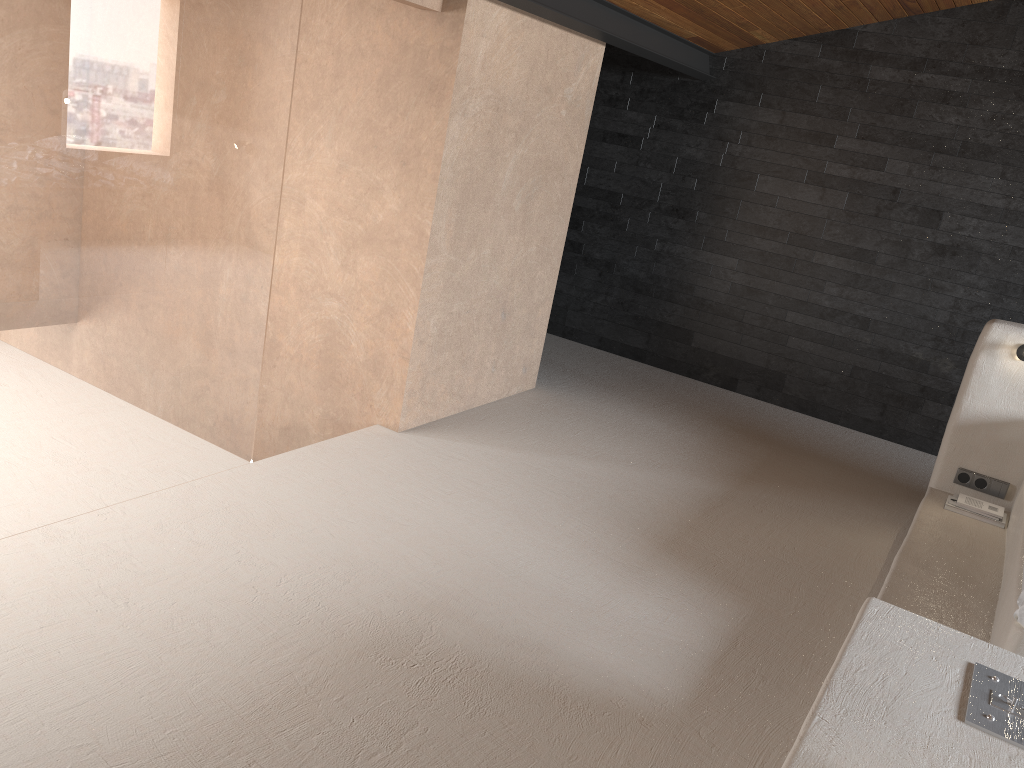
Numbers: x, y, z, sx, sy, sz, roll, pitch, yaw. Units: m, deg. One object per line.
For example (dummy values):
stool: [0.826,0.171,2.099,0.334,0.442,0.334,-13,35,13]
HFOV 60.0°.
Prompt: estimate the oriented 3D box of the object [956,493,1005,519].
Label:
object: [2.296,0.597,4.346,0.206,0.015,0.161,20,19,27]

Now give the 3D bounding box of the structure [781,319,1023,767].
structure: [2.296,0.924,2.244,2.635,1.120,4.615,20,19,27]

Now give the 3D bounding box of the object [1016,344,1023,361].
object: [2.481,-0.151,4.267,0.087,0.106,0.156,19,18,24]

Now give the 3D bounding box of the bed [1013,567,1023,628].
bed: [2.815,0.861,3.157,1.826,0.484,2.011,20,19,27]

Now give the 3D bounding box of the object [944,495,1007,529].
object: [2.277,0.625,4.356,0.269,0.028,0.176,20,19,27]

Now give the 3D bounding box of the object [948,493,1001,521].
object: [2.283,0.604,4.360,0.231,0.015,0.159,22,20,32]
